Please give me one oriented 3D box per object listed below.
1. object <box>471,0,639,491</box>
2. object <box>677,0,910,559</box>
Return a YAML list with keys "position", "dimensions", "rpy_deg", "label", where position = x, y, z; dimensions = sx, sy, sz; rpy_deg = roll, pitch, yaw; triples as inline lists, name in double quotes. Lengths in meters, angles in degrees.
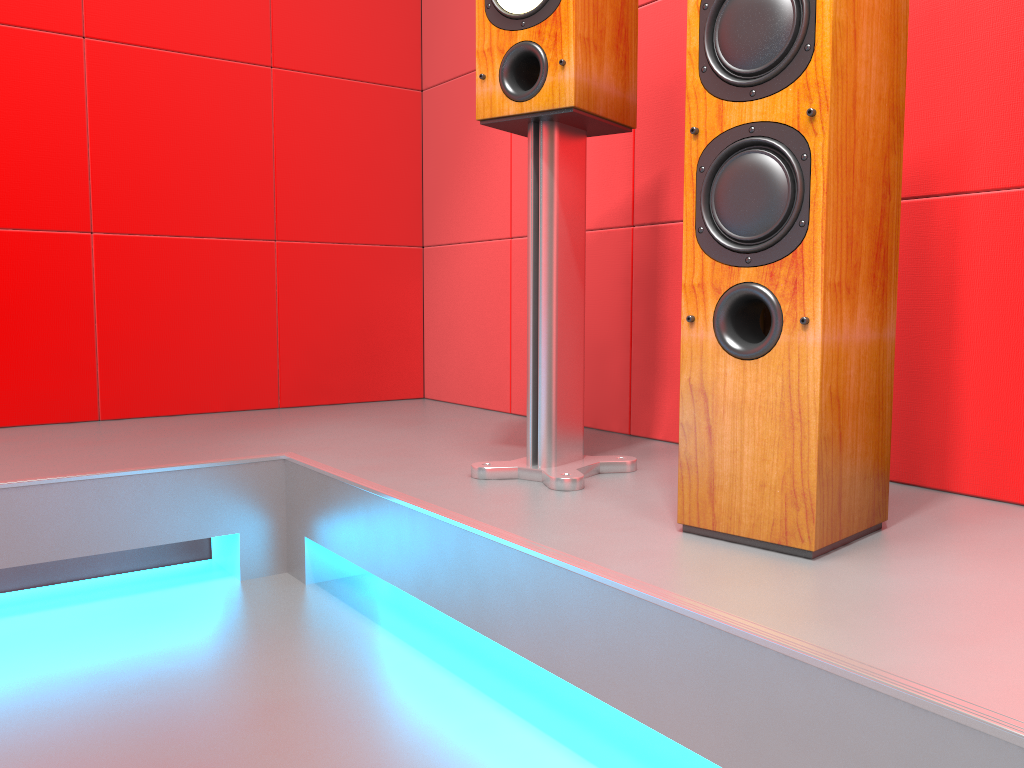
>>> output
- position: [0.083, -0.359, 1.625]
  dimensions: [0.231, 1.058, 0.265]
  rpy_deg: [4, 6, 34]
  label: "object"
- position: [0.383, -0.317, 1.206]
  dimensions: [0.203, 1.052, 0.238]
  rpy_deg: [5, 7, 44]
  label: "object"
